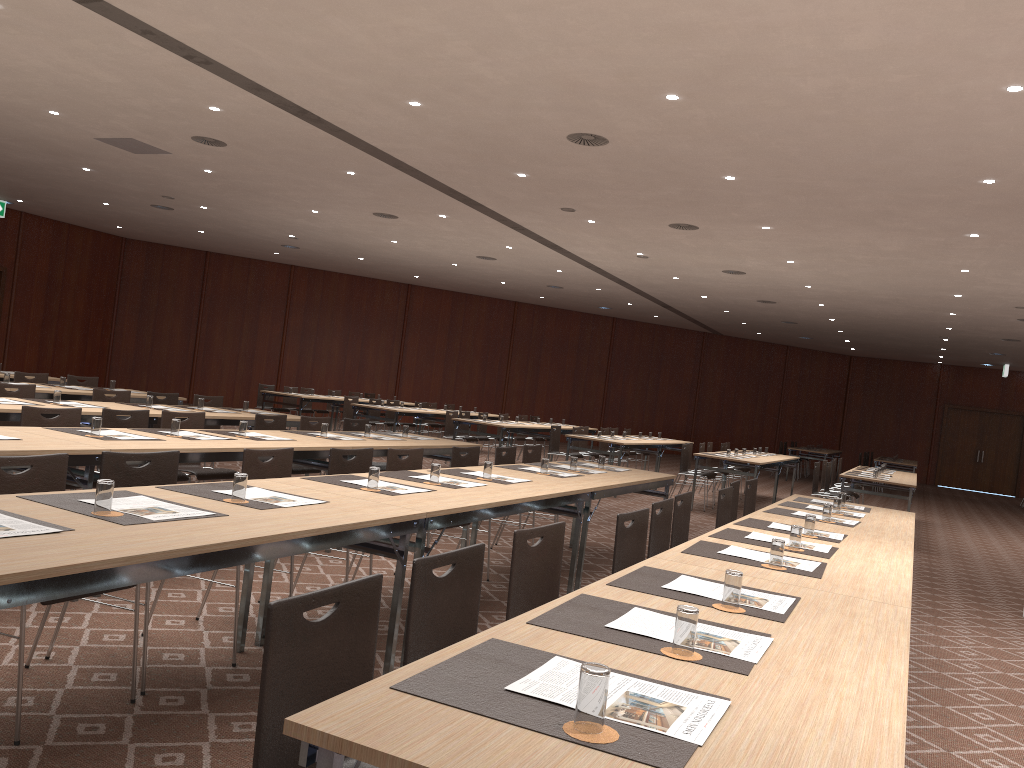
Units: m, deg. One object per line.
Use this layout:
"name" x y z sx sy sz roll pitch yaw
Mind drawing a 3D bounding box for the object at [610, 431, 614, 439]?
"object" 1.623 0.823 14.333 0.054 0.114 0.054 7 0 14

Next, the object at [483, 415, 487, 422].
"object" -0.449 0.565 14.585 0.054 0.114 0.054 7 0 14

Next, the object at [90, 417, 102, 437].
"object" -2.503 0.257 5.338 0.054 0.114 0.054 7 0 -31

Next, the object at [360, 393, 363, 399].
"object" -3.115 0.250 18.332 0.054 0.114 0.054 7 0 -9

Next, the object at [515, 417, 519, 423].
"object" 0.090 0.639 15.767 0.054 0.114 0.054 7 0 14

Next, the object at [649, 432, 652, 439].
"object" 2.558 0.952 16.404 0.054 0.114 0.054 7 0 -9

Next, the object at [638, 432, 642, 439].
"object" 2.288 0.915 15.813 0.054 0.114 0.054 7 0 -9

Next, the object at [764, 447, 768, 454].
"object" 4.634 1.211 16.160 0.054 0.114 0.054 7 0 -9

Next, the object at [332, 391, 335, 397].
"object" -3.513 0.196 17.450 0.054 0.114 0.054 7 0 14

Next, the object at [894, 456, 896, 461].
"object" 9.475 1.850 21.947 0.054 0.114 0.054 7 0 -31

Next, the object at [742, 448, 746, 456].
"object" 3.689 1.081 14.091 0.054 0.114 0.054 7 0 14

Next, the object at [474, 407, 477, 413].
"object" -0.776 0.546 18.667 0.054 0.114 0.054 7 0 -9

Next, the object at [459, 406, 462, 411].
"object" -1.049 0.508 18.079 0.054 0.114 0.054 7 0 -9

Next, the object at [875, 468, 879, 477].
"object" 5.213 1.265 12.670 0.054 0.114 0.054 7 0 -9

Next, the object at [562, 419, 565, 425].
"object" 1.036 0.768 17.821 0.054 0.114 0.054 7 0 -9

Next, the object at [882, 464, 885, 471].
"object" 6.162 1.395 14.727 0.054 0.114 0.054 7 0 -31

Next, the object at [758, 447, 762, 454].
"object" 4.352 1.173 15.563 0.054 0.114 0.054 7 0 -9

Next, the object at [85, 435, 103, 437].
"object" -2.513 0.313 5.336 0.102 0.001 0.102 7 0 14

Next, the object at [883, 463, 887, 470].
"object" 6.434 1.433 15.314 0.054 0.114 0.054 7 0 -31

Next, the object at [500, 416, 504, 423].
"object" -0.179 0.602 15.176 0.054 0.114 0.054 7 0 14

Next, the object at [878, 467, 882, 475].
"object" 5.494 1.303 13.265 0.054 0.114 0.054 7 0 -9

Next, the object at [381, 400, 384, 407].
"object" -2.251 0.343 15.421 0.054 0.114 0.054 7 0 14

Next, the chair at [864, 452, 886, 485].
"chair" 10.237 2.389 24.883 0.613 0.939 0.536 7 0 28

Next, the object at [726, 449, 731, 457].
"object" 3.154 1.008 12.912 0.054 0.114 0.054 7 0 14

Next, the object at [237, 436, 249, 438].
"object" -1.980 0.387 6.513 0.102 0.001 0.102 7 0 14

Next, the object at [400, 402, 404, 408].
"object" -1.985 0.380 16.030 0.054 0.114 0.054 7 0 14

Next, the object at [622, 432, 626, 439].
"object" 1.892 0.860 14.934 0.054 0.114 0.054 7 0 14

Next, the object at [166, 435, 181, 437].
"object" -2.256 0.349 5.922 0.102 0.001 0.102 7 0 14

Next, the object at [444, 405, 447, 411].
"object" -1.317 0.471 17.484 0.054 0.114 0.054 7 0 -9

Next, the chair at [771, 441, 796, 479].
"chair" 7.148 1.992 23.188 0.613 0.939 0.536 7 0 22

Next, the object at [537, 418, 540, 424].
"object" 0.497 0.695 16.651 0.054 0.114 0.054 7 0 -9

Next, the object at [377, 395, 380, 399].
"object" -2.841 0.288 18.927 0.054 0.114 0.054 7 0 -9

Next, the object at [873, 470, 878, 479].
"object" 4.945 1.228 12.070 0.054 0.114 0.054 7 0 -9

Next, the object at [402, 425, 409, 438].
"object" -1.031 0.459 8.586 0.054 0.114 0.054 7 0 -9

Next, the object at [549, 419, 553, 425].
"object" 0.760 0.731 17.233 0.054 0.114 0.054 7 0 -9

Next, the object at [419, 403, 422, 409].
"object" -1.716 0.417 16.609 0.054 0.114 0.054 7 0 14

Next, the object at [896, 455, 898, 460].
"object" 10.157 1.944 23.419 0.054 0.114 0.054 7 0 -9

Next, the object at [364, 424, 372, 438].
"object" -1.299 0.422 7.984 0.054 0.114 0.054 7 0 -31

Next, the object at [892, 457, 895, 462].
"object" 9.199 1.812 21.360 0.054 0.114 0.054 7 0 -31

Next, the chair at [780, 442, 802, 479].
"chair" 7.436 2.031 23.712 0.613 0.939 0.536 7 0 26

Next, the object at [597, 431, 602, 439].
"object" 1.354 0.786 13.752 0.054 0.114 0.054 7 0 14

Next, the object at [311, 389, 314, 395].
"object" -3.790 0.158 16.868 0.054 0.114 0.054 7 0 14

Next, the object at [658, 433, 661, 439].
"object" 2.829 0.989 16.989 0.054 0.114 0.054 7 0 -9

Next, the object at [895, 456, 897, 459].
"object" 9.744 1.887 22.534 0.054 0.114 0.054 7 0 -31

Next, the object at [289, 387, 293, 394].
"object" -4.057 0.121 16.265 0.054 0.114 0.054 7 0 14

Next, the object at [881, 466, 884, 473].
"object" 5.902 1.359 14.137 0.054 0.114 0.054 7 0 -31

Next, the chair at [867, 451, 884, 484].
"chair" 9.954 2.351 24.436 0.613 0.939 0.536 7 0 25

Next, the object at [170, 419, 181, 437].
"object" -2.250 0.292 5.927 0.054 0.114 0.054 7 0 -31

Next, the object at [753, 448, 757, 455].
"object" 4.101 1.138 14.972 0.054 0.114 0.054 7 0 -9

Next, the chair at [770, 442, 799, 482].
"chair" 6.954 1.964 22.489 0.613 0.939 0.536 7 0 27

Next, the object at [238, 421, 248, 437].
"object" -1.978 0.329 6.521 0.054 0.114 0.054 7 0 -31

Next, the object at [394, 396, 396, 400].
"object" -2.577 0.324 19.513 0.054 0.114 0.054 7 0 -9

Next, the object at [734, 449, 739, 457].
"object" 3.415 1.044 13.501 0.054 0.114 0.054 7 0 14
